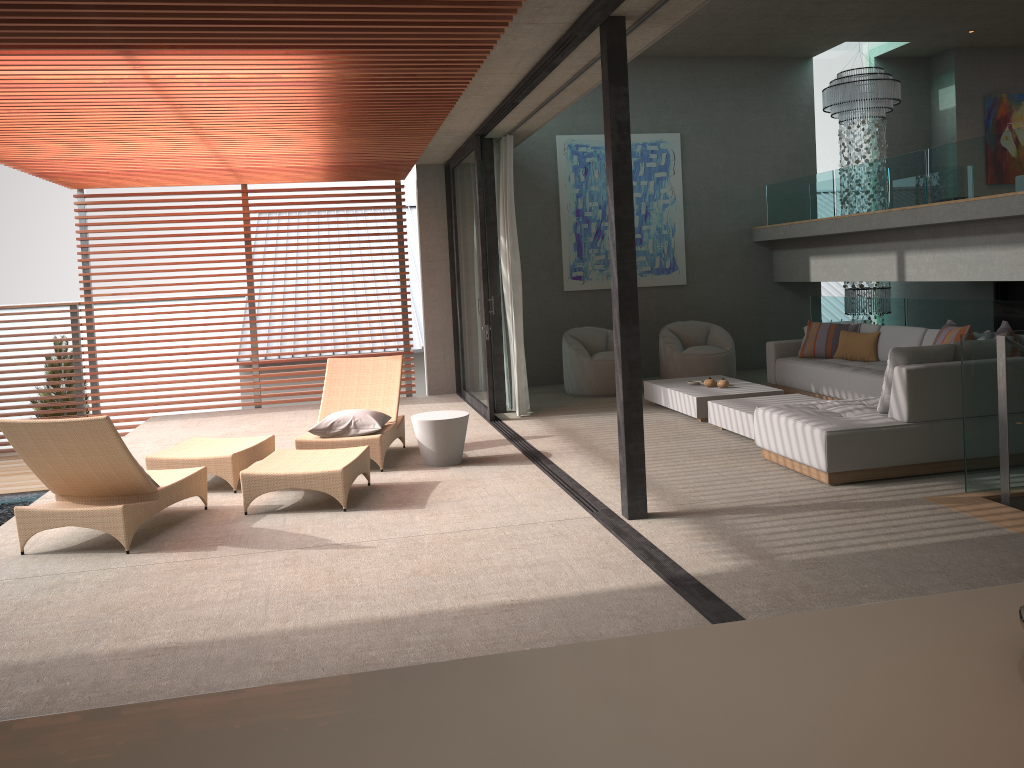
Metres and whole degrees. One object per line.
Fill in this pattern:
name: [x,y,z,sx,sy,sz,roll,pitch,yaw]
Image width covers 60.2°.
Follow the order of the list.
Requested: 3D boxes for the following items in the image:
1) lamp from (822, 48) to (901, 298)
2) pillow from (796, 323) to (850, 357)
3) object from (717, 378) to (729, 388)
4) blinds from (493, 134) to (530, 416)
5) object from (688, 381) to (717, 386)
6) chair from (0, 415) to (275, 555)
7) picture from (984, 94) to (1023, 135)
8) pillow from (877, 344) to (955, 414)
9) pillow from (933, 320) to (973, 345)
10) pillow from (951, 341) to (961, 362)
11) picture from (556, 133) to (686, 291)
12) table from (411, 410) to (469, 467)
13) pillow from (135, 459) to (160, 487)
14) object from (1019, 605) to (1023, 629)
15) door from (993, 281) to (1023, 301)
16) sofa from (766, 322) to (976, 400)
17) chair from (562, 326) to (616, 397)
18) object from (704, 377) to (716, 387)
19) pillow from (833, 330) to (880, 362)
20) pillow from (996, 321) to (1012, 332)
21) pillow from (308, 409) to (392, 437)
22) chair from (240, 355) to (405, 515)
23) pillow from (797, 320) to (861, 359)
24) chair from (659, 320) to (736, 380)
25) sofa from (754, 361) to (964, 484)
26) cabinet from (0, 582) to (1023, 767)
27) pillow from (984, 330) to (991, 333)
lamp: [4.835,-2.722,12.137,1.002,3.925,1.000,-4,3,-31]
pillow: [3.512,-0.462,9.912,0.618,0.419,0.313,0,5,25]
object: [2.107,-0.012,8.821,0.119,0.105,0.120,-1,5,23]
blinds: [-0.169,-1.254,10.306,0.223,2.912,2.435,-3,4,-11]
object: [2.008,-0.003,9.068,0.437,0.039,0.155,2,8,35]
chair: [-2.445,0.455,6.147,0.700,0.823,2.310,-2,7,8]
picture: [7.466,-3.472,12.481,1.752,1.246,0.030,-4,2,-11]
pillow: [2.790,-0.032,6.108,0.492,0.481,0.267,-4,4,-11]
pillow: [3.890,-0.301,7.872,0.311,0.492,0.741,-2,6,12]
pillow: [3.262,-0.078,6.199,0.492,0.496,0.239,-4,3,-11]
picture: [1.479,-2.312,11.832,1.721,2.042,0.030,-4,2,-11]
table: [-0.575,0.448,7.204,0.476,0.391,0.476,-6,6,-29]
pillow: [-2.544,0.485,5.385,0.608,0.425,0.429,-2,5,7]
object: [0.843,0.359,1.150,0.315,0.081,0.317,-4,7,-11]
door: [1.684,0.225,3.524,15.390,4.457,5.782,-8,7,-39]
sofa: [3.749,-0.151,8.543,1.050,0.749,3.477,-4,7,-11]
chair: [1.082,-0.292,10.769,0.922,0.784,0.925,-4,5,-7]
object: [2.000,-0.020,8.933,0.119,0.105,0.120,-3,5,-7]
pillow: [3.681,-0.403,9.401,0.463,0.323,0.227,2,6,42]
pillow: [4.026,-0.245,7.267,0.279,0.502,0.701,-1,6,32]
pillow: [-1.327,0.316,7.283,0.595,0.193,0.597,-3,7,0]
chair: [-1.386,0.303,6.948,0.700,0.823,2.309,-3,6,4]
pillow: [3.491,-0.479,9.715,0.655,0.440,0.342,1,5,32]
chair: [2.285,-0.371,10.914,0.921,0.784,0.926,-2,5,13]
sofa: [2.694,0.184,6.345,1.597,0.730,1.018,-4,6,-11]
cabinet: [-0.337,0.940,0.910,4.124,0.896,0.804,-4,5,-11]
pillow: [3.981,-0.241,7.562,0.239,0.403,0.597,-1,6,32]
